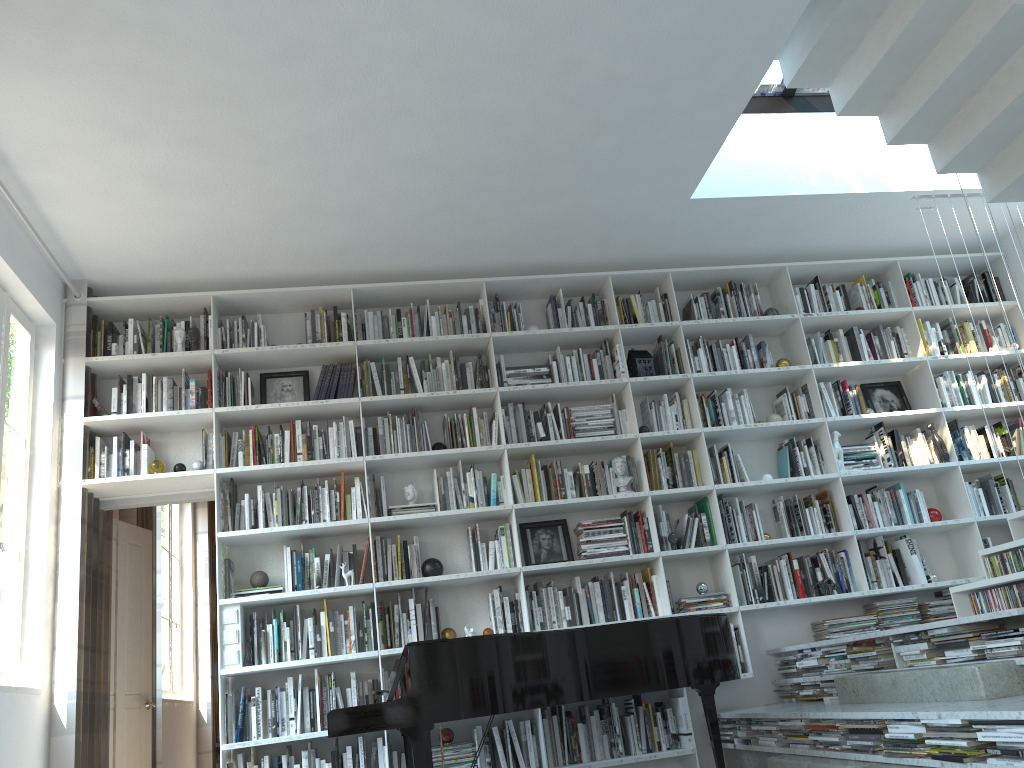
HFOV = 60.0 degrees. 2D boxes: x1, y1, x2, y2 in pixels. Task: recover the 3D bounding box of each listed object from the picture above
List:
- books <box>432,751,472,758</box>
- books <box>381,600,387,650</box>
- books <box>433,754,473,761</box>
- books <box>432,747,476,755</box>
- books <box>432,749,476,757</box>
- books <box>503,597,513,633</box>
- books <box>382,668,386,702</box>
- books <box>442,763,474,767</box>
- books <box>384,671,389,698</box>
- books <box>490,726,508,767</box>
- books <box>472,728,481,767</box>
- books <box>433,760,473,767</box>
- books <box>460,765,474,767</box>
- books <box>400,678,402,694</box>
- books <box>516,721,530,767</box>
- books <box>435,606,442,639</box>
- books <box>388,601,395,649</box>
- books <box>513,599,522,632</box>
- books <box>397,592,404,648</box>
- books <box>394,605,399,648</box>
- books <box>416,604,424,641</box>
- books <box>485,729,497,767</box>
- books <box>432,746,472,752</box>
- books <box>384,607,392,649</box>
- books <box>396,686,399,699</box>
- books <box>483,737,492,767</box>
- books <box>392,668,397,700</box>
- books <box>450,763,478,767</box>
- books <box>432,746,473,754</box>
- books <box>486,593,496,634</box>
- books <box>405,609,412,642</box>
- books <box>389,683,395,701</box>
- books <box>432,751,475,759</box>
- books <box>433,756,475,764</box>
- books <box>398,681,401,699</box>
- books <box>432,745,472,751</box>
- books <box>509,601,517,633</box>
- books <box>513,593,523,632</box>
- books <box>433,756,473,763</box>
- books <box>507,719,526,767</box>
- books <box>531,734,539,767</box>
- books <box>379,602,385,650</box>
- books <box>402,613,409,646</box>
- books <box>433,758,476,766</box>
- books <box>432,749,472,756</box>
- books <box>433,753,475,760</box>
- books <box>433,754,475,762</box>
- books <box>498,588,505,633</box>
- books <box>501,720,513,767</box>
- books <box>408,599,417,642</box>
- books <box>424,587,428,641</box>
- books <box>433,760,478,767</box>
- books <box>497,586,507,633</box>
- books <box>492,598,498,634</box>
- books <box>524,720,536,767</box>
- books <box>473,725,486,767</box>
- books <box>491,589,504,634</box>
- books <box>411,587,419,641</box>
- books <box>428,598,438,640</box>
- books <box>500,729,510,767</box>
[{"bbox_3d":[-0.355,2.051,4.912,0.254,0.005,0.161,-4,-20,-10],"label":"books"},{"bbox_3d":[-0.734,1.391,5.082,0.013,0.282,0.147,-4,-19,-10],"label":"books"},{"bbox_3d":[-0.353,2.065,4.904,0.254,0.005,0.161,-4,-20,-11],"label":"books"},{"bbox_3d":[-0.353,2.033,4.911,0.285,0.005,0.160,-3,-20,-13],"label":"books"},{"bbox_3d":[-0.354,2.043,4.905,0.285,0.005,0.160,-3,-20,-14],"label":"books"},{"bbox_3d":[-0.033,1.369,5.196,0.029,0.220,0.153,-4,-19,-10],"label":"books"},{"bbox_3d":[-0.714,1.744,4.969,0.012,0.284,0.160,-4,-19,-10],"label":"books"},{"bbox_3d":[-0.344,2.107,4.891,0.254,0.007,0.161,-4,-20,-9],"label":"books"},{"bbox_3d":[-0.696,1.752,4.970,0.023,0.265,0.135,-4,-19,-10],"label":"books"},{"bbox_3d":[-0.074,2.039,4.944,0.062,0.252,0.178,-4,-19,-10],"label":"books"},{"bbox_3d":[-0.196,2.046,4.919,0.012,0.253,0.161,-4,-19,-10],"label":"books"},{"bbox_3d":[-0.346,2.094,4.895,0.254,0.007,0.161,-4,-20,-9],"label":"books"},{"bbox_3d":[-0.341,2.117,4.880,0.254,0.007,0.161,-3,-20,-14],"label":"books"},{"bbox_3d":[-0.611,1.752,4.959,0.023,0.236,0.173,-4,-19,-10],"label":"books"},{"bbox_3d":[0.061,2.032,4.986,0.025,0.258,0.133,-4,-19,-10],"label":"books"},{"bbox_3d":[-0.430,1.405,5.131,0.023,0.211,0.160,-4,-19,-10],"label":"books"},{"bbox_3d":[-0.690,1.389,5.077,0.012,0.271,0.182,-4,-19,-10],"label":"books"},{"bbox_3d":[0.023,1.377,5.209,0.024,0.200,0.159,-4,-19,-10],"label":"books"},{"bbox_3d":[-0.640,1.368,5.100,0.014,0.312,0.167,-4,-19,-10],"label":"books"},{"bbox_3d":[-0.663,1.401,5.086,0.042,0.247,0.163,-4,-19,-10],"label":"books"},{"bbox_3d":[-0.533,1.400,5.121,0.029,0.240,0.136,-4,-19,-10],"label":"books"},{"bbox_3d":[-0.118,2.053,4.945,0.028,0.237,0.136,-4,-19,-10],"label":"books"},{"bbox_3d":[-0.355,2.026,4.921,0.254,0.005,0.161,-4,-20,-10],"label":"books"},{"bbox_3d":[-0.710,1.408,5.076,0.030,0.238,0.157,-4,-19,-10],"label":"books"},{"bbox_3d":[-0.644,1.737,4.978,0.013,0.287,0.161,-4,-19,-10],"label":"books"},{"bbox_3d":[-0.142,2.068,4.923,0.029,0.201,0.178,-4,-19,-10],"label":"books"},{"bbox_3d":[-0.655,1.739,4.973,0.010,0.281,0.149,-4,-19,-10],"label":"books"},{"bbox_3d":[-0.342,2.111,4.882,0.285,0.007,0.160,-3,-20,-14],"label":"books"},{"bbox_3d":[-0.353,2.027,4.909,0.254,0.005,0.161,-2,-20,-15],"label":"books"},{"bbox_3d":[-0.121,1.363,5.194,0.012,0.253,0.161,-4,-19,-10],"label":"books"},{"bbox_3d":[-0.593,1.411,5.092,0.021,0.214,0.172,-4,-19,-10],"label":"books"},{"bbox_3d":[-0.668,1.773,4.960,0.026,0.212,0.140,-4,-19,-10],"label":"books"},{"bbox_3d":[-0.354,2.055,4.908,0.285,0.005,0.160,-4,-20,-11],"label":"books"},{"bbox_3d":[-0.348,2.082,4.902,0.285,0.007,0.160,-4,-20,-10],"label":"books"},{"bbox_3d":[-0.628,1.761,4.964,0.010,0.227,0.168,-4,-19,-10],"label":"books"},{"bbox_3d":[-0.356,2.020,4.923,0.254,0.005,0.161,-4,-20,-10],"label":"books"},{"bbox_3d":[-0.005,1.386,5.215,0.031,0.194,0.142,-4,-19,-10],"label":"books"},{"bbox_3d":[0.038,1.365,5.243,0.019,0.241,0.108,-4,-19,-10],"label":"books"},{"bbox_3d":[-0.351,2.076,4.903,0.254,0.005,0.161,-4,-20,-10],"label":"books"},{"bbox_3d":[0.014,2.023,4.967,0.073,0.275,0.181,-4,-19,-10],"label":"books"},{"bbox_3d":[0.116,2.061,4.968,0.024,0.179,0.172,-4,-19,-10],"label":"books"},{"bbox_3d":[-0.748,1.398,5.087,0.013,0.274,0.147,-4,-19,-10],"label":"books"},{"bbox_3d":[-0.615,1.423,5.089,0.024,0.195,0.157,-4,-19,-10],"label":"books"},{"bbox_3d":[-0.347,2.088,4.898,0.285,0.007,0.160,-4,-20,-9],"label":"books"},{"bbox_3d":[-0.352,2.038,4.908,0.254,0.005,0.161,-5,-19,-6],"label":"books"},{"bbox_3d":[-0.353,2.060,4.907,0.285,0.005,0.160,-4,-20,-9],"label":"books"},{"bbox_3d":[-0.352,2.070,4.901,0.285,0.005,0.160,-3,-20,-12],"label":"books"},{"bbox_3d":[-0.071,1.350,5.210,0.010,0.276,0.156,-4,-19,-10],"label":"books"},{"bbox_3d":[-0.027,2.022,4.947,0.012,0.273,0.181,-4,-19,-10],"label":"books"},{"bbox_3d":[-0.572,1.383,5.102,0.027,0.268,0.186,-4,-19,-10],"label":"books"},{"bbox_3d":[-0.498,1.351,5.127,0.050,0.327,0.167,-4,-19,-10],"label":"books"},{"bbox_3d":[-0.344,2.097,4.884,0.285,0.007,0.160,-2,-20,-15],"label":"books"},{"bbox_3d":[-0.060,1.341,5.211,0.014,0.289,0.132,-4,-19,-10],"label":"books"},{"bbox_3d":[-0.107,1.378,5.199,0.015,0.224,0.148,-4,-19,-10],"label":"books"},{"bbox_3d":[0.089,2.019,4.961,0.024,0.259,0.190,-4,-19,-10],"label":"books"},{"bbox_3d":[-0.178,2.044,4.939,0.031,0.264,0.145,-4,-19,-10],"label":"books"},{"bbox_3d":[-0.087,1.350,5.193,0.027,0.268,0.159,-4,-19,-10],"label":"books"},{"bbox_3d":[-0.561,1.358,5.140,0.013,0.337,0.138,-4,-19,-10],"label":"books"},{"bbox_3d":[-0.456,1.379,5.121,0.027,0.260,0.164,-4,-19,-10],"label":"books"},{"bbox_3d":[-0.037,2.045,4.945,0.011,0.231,0.175,-4,-19,-10],"label":"books"}]
